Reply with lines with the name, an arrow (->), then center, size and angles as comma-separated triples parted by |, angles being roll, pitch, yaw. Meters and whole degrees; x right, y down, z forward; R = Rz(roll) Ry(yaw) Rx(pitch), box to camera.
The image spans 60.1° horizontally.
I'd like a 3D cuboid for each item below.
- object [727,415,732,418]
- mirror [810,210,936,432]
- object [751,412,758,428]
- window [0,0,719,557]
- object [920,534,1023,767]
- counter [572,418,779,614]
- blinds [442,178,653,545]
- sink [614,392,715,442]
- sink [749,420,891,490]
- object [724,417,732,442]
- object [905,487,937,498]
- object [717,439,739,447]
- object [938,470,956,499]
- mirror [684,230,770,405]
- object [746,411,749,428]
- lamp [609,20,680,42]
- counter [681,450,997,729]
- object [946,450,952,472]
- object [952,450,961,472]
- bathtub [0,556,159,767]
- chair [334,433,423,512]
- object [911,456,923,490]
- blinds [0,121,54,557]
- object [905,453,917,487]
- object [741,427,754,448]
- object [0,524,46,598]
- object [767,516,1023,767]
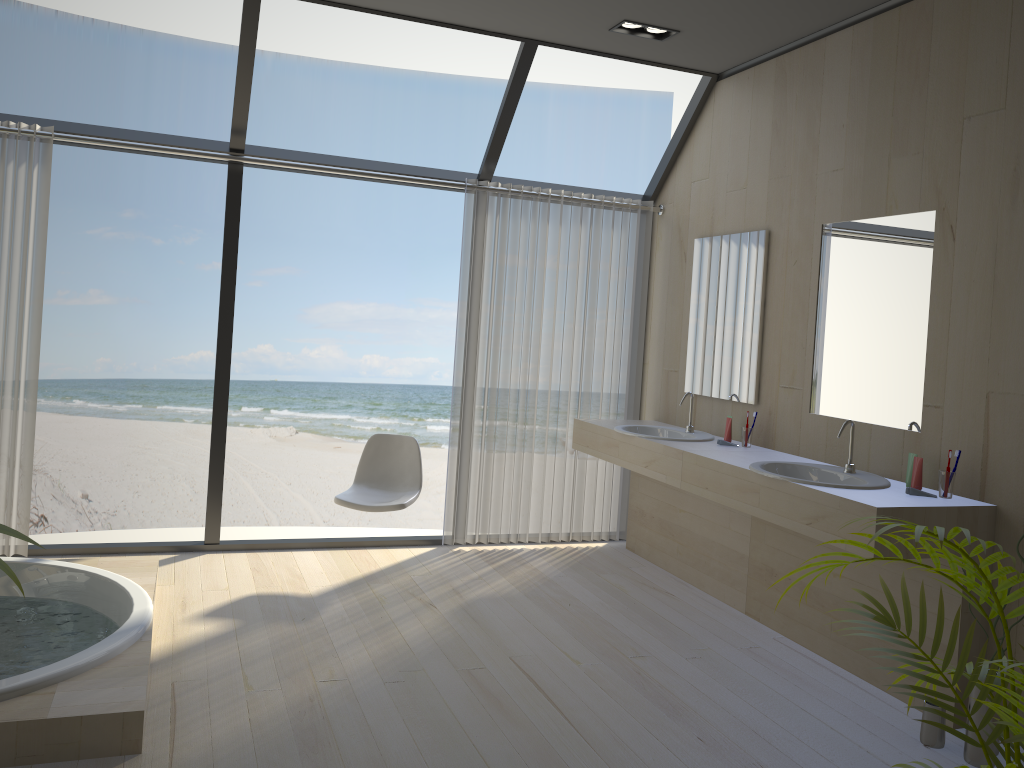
object -> 1.103, 0.229, 4.502 | 0.039, 0.135, 0.039 | 4, 1, 28
mirror -> 1.515, -0.270, 3.744 | 0.023, 0.868, 0.655 | 4, 2, -21
object -> 1.166, 0.221, 4.323 | 0.054, 0.175, 0.012 | 4, 0, 5
window -> -1.202, -0.490, 4.455 | 4.555, 2.812, 0.746 | 3, 1, -20
object -> 1.586, 0.843, 2.924 | 0.406, 0.748, 0.274 | 3, 1, -33
counter -> 0.803, 0.657, 4.705 | 0.550, 0.790, 1.208 | 3, 3, -21
blinds -> 0.222, -0.104, 5.203 | 1.181, 2.069, 0.084 | 3, 1, -20
sink -> 0.797, 0.244, 4.654 | 0.503, 0.419, 0.575 | 3, 3, -17
sink -> 1.217, 0.347, 3.524 | 0.503, 0.419, 0.575 | 3, 3, -17
object -> 1.073, 0.234, 4.392 | 0.039, 0.135, 0.039 | 4, 1, 28
object -> 1.472, 0.390, 3.183 | 0.104, 0.029, 0.032 | 5, 3, 20
object -> 1.052, 0.288, 4.313 | 0.104, 0.029, 0.032 | 5, 3, 20
object -> 1.567, 0.364, 3.195 | 0.058, 0.100, 0.059 | 4, 1, -10
mirror -> 1.129, -0.359, 4.705 | 0.023, 0.868, 0.655 | 4, 2, -21
object -> 1.141, 0.220, 4.296 | 0.012, 0.178, 0.050 | 4, 1, 19
lamp -> 0.641, -1.754, 4.268 | 0.300, 0.112, 0.164 | 2, 3, -20
counter -> 1.223, 0.759, 3.575 | 0.550, 0.790, 1.208 | 3, 3, -21
object -> 1.560, 0.323, 3.166 | 0.012, 0.178, 0.050 | 4, 1, 19
object -> 1.586, 0.324, 3.193 | 0.054, 0.175, 0.012 | 4, 0, 5
bathtub -> -2.195, 0.901, 2.988 | 1.819, 0.698, 1.652 | 2, 4, -21
chair -> -0.662, 0.452, 4.517 | 0.369, 0.347, 0.455 | 4, 3, 8
object -> 1.493, 0.337, 3.261 | 0.039, 0.135, 0.039 | 4, 1, 21
blinds -> -2.822, -0.227, 4.067 | 1.181, 2.069, 0.084 | 3, 1, -20
object -> 1.523, 0.332, 3.371 | 0.039, 0.135, 0.039 | 4, 1, 21
object -> 1.148, 0.261, 4.325 | 0.058, 0.100, 0.058 | 3, 1, -14
object -> -1.117, 0.487, 0.958 | 1.063, 1.344, 0.875 | 3, 2, -32
object -> 0.924, 0.664, 1.629 | 0.917, 1.156, 0.751 | 4, 1, 13
